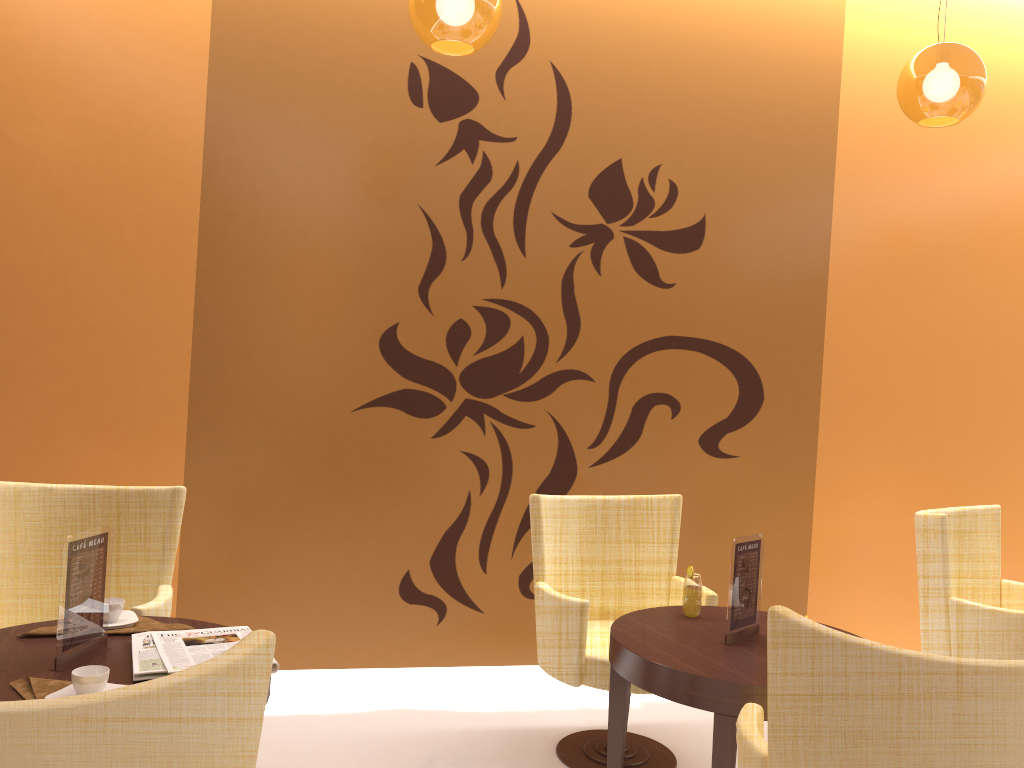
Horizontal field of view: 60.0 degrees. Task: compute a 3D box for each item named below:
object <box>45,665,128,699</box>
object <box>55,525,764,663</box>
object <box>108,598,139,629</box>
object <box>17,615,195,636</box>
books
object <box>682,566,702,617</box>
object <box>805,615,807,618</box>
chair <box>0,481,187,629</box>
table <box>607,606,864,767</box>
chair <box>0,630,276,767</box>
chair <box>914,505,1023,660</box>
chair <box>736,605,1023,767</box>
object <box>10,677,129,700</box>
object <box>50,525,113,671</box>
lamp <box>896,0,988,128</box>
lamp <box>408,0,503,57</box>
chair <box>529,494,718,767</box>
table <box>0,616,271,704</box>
[{"bbox_3d":[-0.956,0.684,2.008,0.153,0.069,0.153,4,0,13],"label":"object"},{"bbox_3d":[-0.158,0.602,2.603,2.090,0.335,0.187,3,0,-18],"label":"object"},{"bbox_3d":[-1.174,0.667,2.586,0.153,0.069,0.153,3,0,-30],"label":"object"},{"bbox_3d":[-1.173,0.696,2.605,0.464,0.021,0.239,3,0,-18],"label":"object"},{"bbox_3d":[-0.820,0.713,2.355,0.345,0.035,0.367,3,0,-24],"label":"books"},{"bbox_3d":[0.631,0.729,3.112,0.072,0.171,0.067,4,0,34],"label":"object"},{"bbox_3d":[0.837,0.746,2.548,0.067,0.171,0.072,3,0,-31],"label":"object"},{"bbox_3d":[-1.516,0.853,2.967,0.729,1.017,0.685,3,0,-14],"label":"chair"},{"bbox_3d":[0.735,1.163,2.845,0.874,0.679,0.872,4,0,18],"label":"table"},{"bbox_3d":[-0.818,0.907,1.531,0.729,1.017,0.685,3,0,-17],"label":"chair"},{"bbox_3d":[2.111,1.071,3.871,0.685,1.017,0.729,4,1,44],"label":"chair"},{"bbox_3d":[0.894,1.009,2.045,0.729,1.017,0.685,4,0,3],"label":"chair"},{"bbox_3d":[-0.950,0.714,1.991,0.464,0.021,0.239,4,0,0],"label":"object"},{"bbox_3d":[-1.107,0.545,2.302,0.042,0.335,0.209,4,0,9],"label":"object"},{"bbox_3d":[1.603,-1.703,3.230,0.299,1.500,0.299,4,0,11],"label":"lamp"},{"bbox_3d":[-0.141,-1.807,2.796,0.299,1.500,0.299,4,0,29],"label":"lamp"},{"bbox_3d":[0.429,0.969,3.575,0.729,1.017,0.685,3,0,-26],"label":"chair"},{"bbox_3d":[-1.092,1.054,2.284,0.874,0.679,0.872,4,0,23],"label":"table"}]
